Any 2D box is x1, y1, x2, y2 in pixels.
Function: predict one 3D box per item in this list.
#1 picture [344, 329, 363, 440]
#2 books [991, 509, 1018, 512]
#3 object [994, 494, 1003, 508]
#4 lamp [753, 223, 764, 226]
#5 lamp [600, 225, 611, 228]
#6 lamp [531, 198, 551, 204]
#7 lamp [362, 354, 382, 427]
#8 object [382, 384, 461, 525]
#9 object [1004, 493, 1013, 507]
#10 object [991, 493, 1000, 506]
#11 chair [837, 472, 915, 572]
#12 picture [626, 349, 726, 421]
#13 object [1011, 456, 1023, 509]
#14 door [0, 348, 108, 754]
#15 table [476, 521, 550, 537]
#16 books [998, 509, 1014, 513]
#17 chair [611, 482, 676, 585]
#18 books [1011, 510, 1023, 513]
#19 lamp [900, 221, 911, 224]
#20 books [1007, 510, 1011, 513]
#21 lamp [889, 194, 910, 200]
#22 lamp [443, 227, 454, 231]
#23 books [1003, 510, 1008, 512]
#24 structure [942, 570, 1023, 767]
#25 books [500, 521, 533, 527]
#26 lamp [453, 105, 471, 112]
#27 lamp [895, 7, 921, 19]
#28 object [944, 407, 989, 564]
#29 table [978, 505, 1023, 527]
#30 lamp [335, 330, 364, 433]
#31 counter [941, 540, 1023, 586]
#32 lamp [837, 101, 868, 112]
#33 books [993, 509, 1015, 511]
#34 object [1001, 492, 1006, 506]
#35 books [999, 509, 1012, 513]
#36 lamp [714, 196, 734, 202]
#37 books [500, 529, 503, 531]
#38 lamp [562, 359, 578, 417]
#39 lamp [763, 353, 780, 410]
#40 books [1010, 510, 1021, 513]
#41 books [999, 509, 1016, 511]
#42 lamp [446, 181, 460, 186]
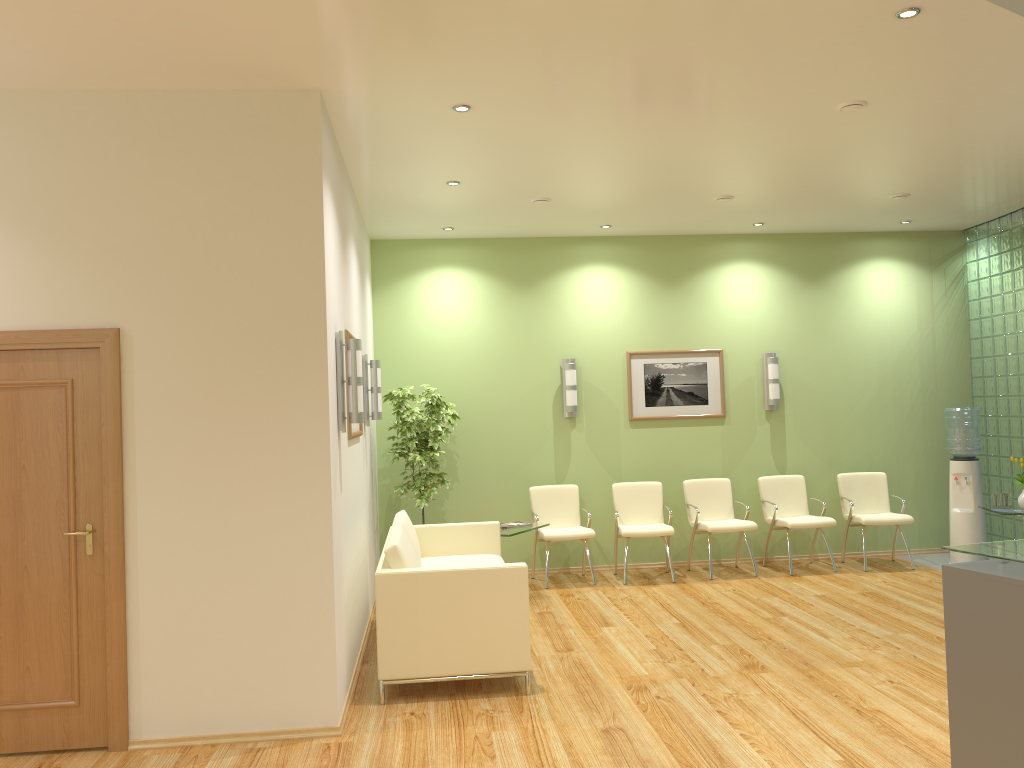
[{"bbox_3d":[-1.083,0.020,6.099,0.025,0.700,1.000,-2,-2,-5],"label":"picture"},{"bbox_3d":[4.292,1.095,7.695,0.210,0.004,0.150,-2,-2,10],"label":"books"},{"bbox_3d":[4.348,1.042,7.923,0.071,0.119,0.072,-2,-2,-5],"label":"object"},{"bbox_3d":[2.388,-1.546,8.596,0.105,0.011,0.105,-1,-2,-24],"label":"lamp"},{"bbox_3d":[0.895,-1.499,8.453,0.105,0.011,0.105,-1,-2,-24],"label":"lamp"},{"bbox_3d":[0.237,-1.502,7.306,0.167,0.024,0.167,0,-2,-45],"label":"lamp"},{"bbox_3d":[-1.122,0.050,7.129,0.142,0.580,0.134,-2,-2,-5],"label":"lamp"},{"bbox_3d":[-0.805,0.947,8.107,0.668,1.900,0.943,-2,-2,3],"label":"object"},{"bbox_3d":[4.431,1.038,7.908,0.071,0.119,0.072,-2,-2,-5],"label":"object"},{"bbox_3d":[4.363,1.043,8.006,0.071,0.119,0.072,-2,-2,-5],"label":"object"},{"bbox_3d":[3.533,1.322,8.635,0.536,0.881,0.650,-2,-2,0],"label":"chair"},{"bbox_3d":[1.660,0.005,8.953,1.000,0.700,0.025,-2,-2,-5],"label":"picture"},{"bbox_3d":[4.488,0.861,7.741,0.219,0.459,0.201,-3,-2,24],"label":"object"},{"bbox_3d":[-2.462,0.831,4.427,0.823,2.001,0.098,-2,-2,-5],"label":"door"},{"bbox_3d":[-0.150,1.558,7.733,0.736,0.614,0.736,-3,-2,29],"label":"table"},{"bbox_3d":[4.297,1.093,7.641,0.210,0.004,0.150,-1,-2,-20],"label":"books"},{"bbox_3d":[1.244,1.395,8.418,0.536,0.881,0.650,-2,-2,0],"label":"chair"},{"bbox_3d":[4.360,1.089,7.579,0.150,0.004,0.210,-3,-2,20],"label":"books"},{"bbox_3d":[3.880,-1.593,8.740,0.105,0.011,0.105,-1,-2,-24],"label":"lamp"},{"bbox_3d":[4.329,1.090,7.597,0.150,0.004,0.210,-3,-2,39],"label":"books"},{"bbox_3d":[3.324,-1.599,7.603,0.167,0.024,0.167,-1,-2,-22],"label":"lamp"},{"bbox_3d":[-0.597,-1.451,8.309,0.105,0.011,0.105,-3,-2,20],"label":"lamp"},{"bbox_3d":[4.315,1.091,7.610,0.210,0.004,0.150,-1,-2,-40],"label":"books"},{"bbox_3d":[2.944,1.051,1.527,1.837,1.049,3.673,-1,-2,-20],"label":"structure"},{"bbox_3d":[-0.016,1.232,7.808,0.328,0.031,0.230,-1,-2,-30],"label":"books"},{"bbox_3d":[-0.283,-1.554,5.009,0.105,0.011,0.105,-3,-2,28],"label":"lamp"},{"bbox_3d":[1.769,-1.654,3.961,0.105,0.011,0.105,-3,-2,42],"label":"lamp"},{"bbox_3d":[4.291,0.977,8.384,0.353,1.506,0.353,-2,-2,2],"label":"object"},{"bbox_3d":[4.497,1.398,7.747,0.581,0.614,0.581,-2,-2,9],"label":"table"},{"bbox_3d":[-0.926,-0.014,5.072,0.142,0.580,0.134,-2,-2,-5],"label":"lamp"},{"bbox_3d":[2.924,0.488,1.543,1.837,0.078,3.674,-1,-2,-20],"label":"counter"},{"bbox_3d":[1.995,-1.621,5.199,0.167,0.024,0.167,-3,-2,34],"label":"lamp"},{"bbox_3d":[4.292,1.094,7.659,0.210,0.004,0.150,-2,-2,-10],"label":"books"},{"bbox_3d":[4.446,1.040,7.987,0.071,0.119,0.072,-2,-2,-5],"label":"object"},{"bbox_3d":[4.305,1.092,7.624,0.210,0.004,0.150,-1,-2,-30],"label":"books"},{"bbox_3d":[1.781,-1.550,7.455,0.167,0.024,0.167,0,-2,-45],"label":"lamp"},{"bbox_3d":[-0.253,1.235,7.611,0.230,0.031,0.328,-1,-2,-25],"label":"books"},{"bbox_3d":[0.581,0.037,8.790,0.134,0.580,0.142,-2,-2,-5],"label":"lamp"},{"bbox_3d":[2.638,-0.028,8.988,0.134,0.580,0.142,-2,-2,-5],"label":"lamp"},{"bbox_3d":[4.344,1.089,7.586,0.150,0.004,0.210,-3,-2,29],"label":"books"},{"bbox_3d":[4.290,1.094,7.677,0.210,0.004,0.150,-2,-2,0],"label":"books"},{"bbox_3d":[-0.440,-1.503,6.659,0.105,0.011,0.105,-3,-2,28],"label":"lamp"}]
